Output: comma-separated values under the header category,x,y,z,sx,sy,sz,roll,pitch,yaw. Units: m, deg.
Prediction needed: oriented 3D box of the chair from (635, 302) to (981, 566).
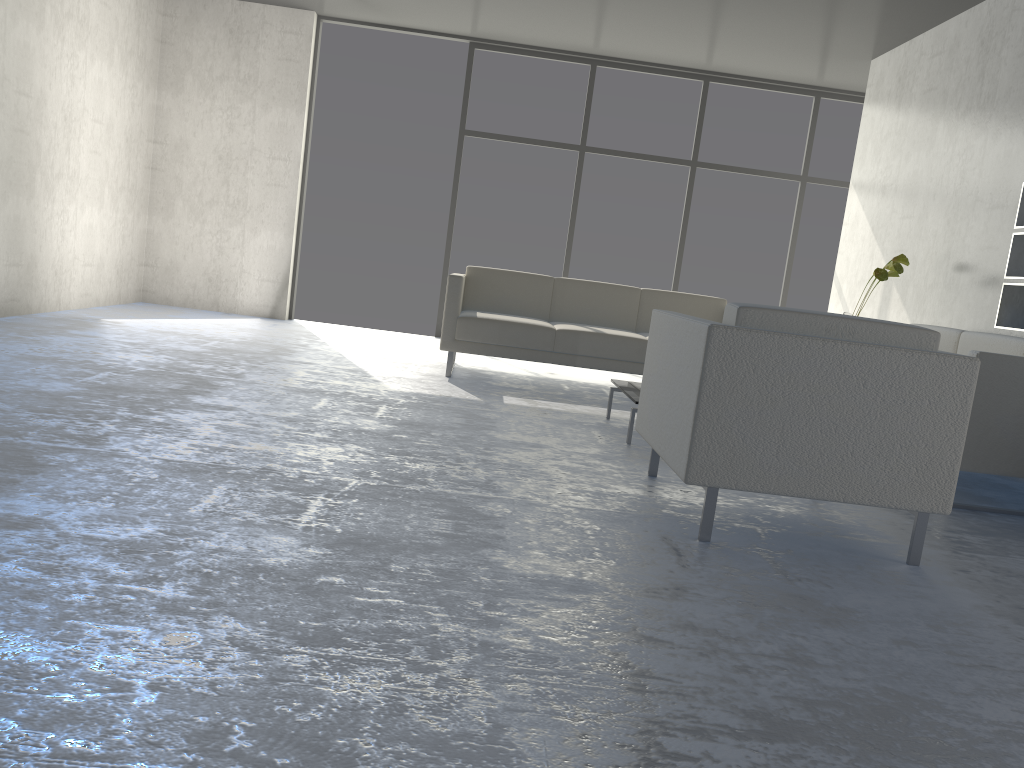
category,x,y,z,sx,sy,sz,roll,pitch,yaw
chair,0.845,0.090,2.796,0.748,0.662,0.821,7,7,-3

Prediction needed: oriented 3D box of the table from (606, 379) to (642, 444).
category,x,y,z,sx,sy,sz,roll,pitch,yaw
table,0.874,0.164,4.101,0.773,0.190,0.730,7,7,-3

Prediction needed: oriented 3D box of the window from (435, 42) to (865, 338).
category,x,y,z,sx,sy,sz,roll,pitch,yaw
window,1.513,-1.374,7.623,4.080,2.477,0.037,7,7,-3

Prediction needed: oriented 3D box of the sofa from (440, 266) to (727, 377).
category,x,y,z,sx,sy,sz,roll,pitch,yaw
sofa,0.521,-0.308,5.547,1.881,0.658,0.821,7,7,-3

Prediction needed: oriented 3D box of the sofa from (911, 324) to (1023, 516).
category,x,y,z,sx,sy,sz,roll,pitch,yaw
sofa,1.999,0.063,4.166,0.821,0.658,1.881,7,7,-3

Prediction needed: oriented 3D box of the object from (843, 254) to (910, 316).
category,x,y,z,sx,sy,sz,roll,pitch,yaw
object,2.036,-0.265,5.208,0.387,1.051,0.400,11,8,25
